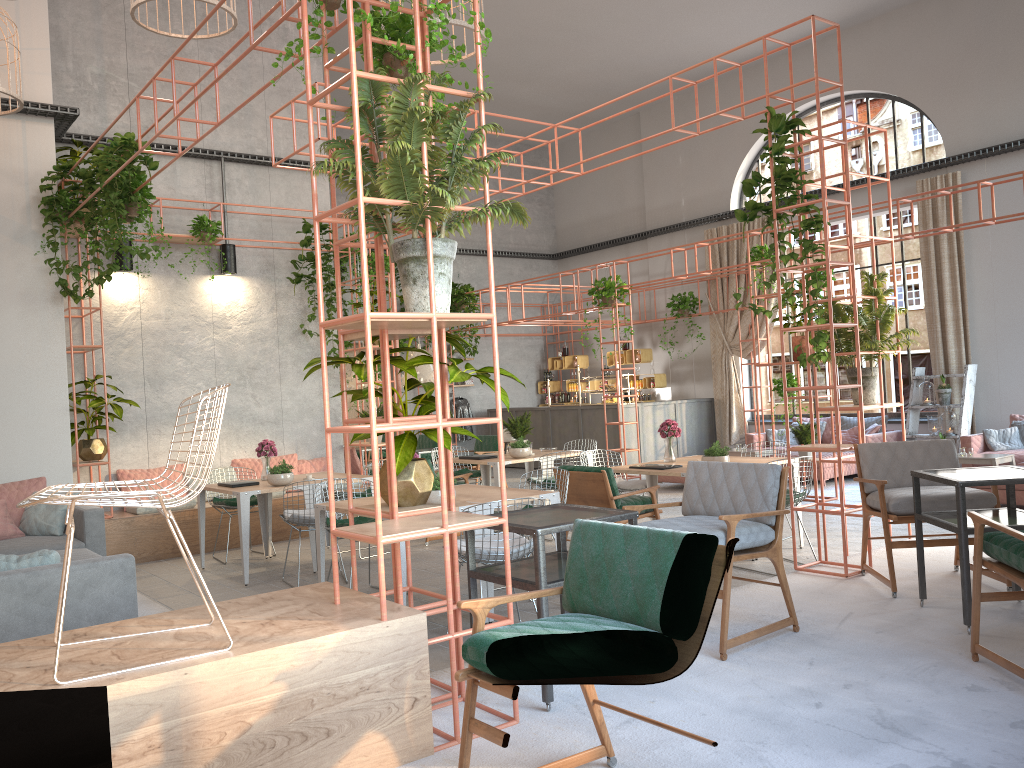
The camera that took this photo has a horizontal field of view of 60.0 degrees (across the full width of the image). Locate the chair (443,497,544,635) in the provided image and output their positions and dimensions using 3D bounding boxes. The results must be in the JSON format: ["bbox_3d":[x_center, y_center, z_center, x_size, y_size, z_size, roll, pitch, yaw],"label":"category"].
[{"bbox_3d":[-0.108,1.180,5.730,0.565,0.941,0.717,-3,0,-21],"label":"chair"}]

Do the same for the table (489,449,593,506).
[{"bbox_3d":[0.330,1.238,10.642,0.694,0.830,1.214,-3,-1,-37],"label":"table"}]

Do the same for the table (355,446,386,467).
[{"bbox_3d":[-2.326,1.455,14.667,0.635,0.798,0.602,-3,-1,-37],"label":"table"}]

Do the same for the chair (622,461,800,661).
[{"bbox_3d":[1.080,0.917,4.901,0.685,0.929,0.722,-3,-1,-37],"label":"chair"}]

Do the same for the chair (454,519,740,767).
[{"bbox_3d":[0.274,0.947,2.825,0.685,0.929,0.722,-3,-1,-37],"label":"chair"}]

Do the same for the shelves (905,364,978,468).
[{"bbox_3d":[6.296,0.545,13.098,0.856,1.618,0.842,-3,-1,-37],"label":"shelves"}]

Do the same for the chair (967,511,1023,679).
[{"bbox_3d":[2.496,0.834,3.859,0.722,0.917,0.685,-3,0,3],"label":"chair"}]

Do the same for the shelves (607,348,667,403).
[{"bbox_3d":[2.431,0.224,18.239,0.328,1.838,1.750,-3,-1,-37],"label":"shelves"}]

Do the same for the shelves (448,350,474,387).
[{"bbox_3d":[-1.088,-0.336,19.119,0.560,0.790,0.186,-3,-1,-37],"label":"shelves"}]

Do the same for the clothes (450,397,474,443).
[{"bbox_3d":[-1.074,0.780,19.074,0.366,0.997,0.625,-4,-1,33],"label":"clothes"}]

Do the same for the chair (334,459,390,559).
[{"bbox_3d":[-1.530,1.289,9.254,0.717,0.941,0.565,-3,-1,-41],"label":"chair"}]

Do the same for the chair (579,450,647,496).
[{"bbox_3d":[1.053,1.138,8.884,0.565,0.941,0.717,-3,-1,-36],"label":"chair"}]

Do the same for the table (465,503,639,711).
[{"bbox_3d":[0.204,1.025,4.243,0.635,0.798,0.602,-3,-1,-37],"label":"table"}]

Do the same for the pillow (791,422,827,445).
[{"bbox_3d":[4.874,0.823,14.717,0.289,0.385,0.666,-3,-1,-37],"label":"pillow"}]

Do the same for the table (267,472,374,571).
[{"bbox_3d":[-1.915,1.353,8.934,0.694,0.830,1.214,-3,-1,-37],"label":"table"}]

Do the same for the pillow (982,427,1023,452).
[{"bbox_3d":[6.629,0.750,11.908,0.500,0.324,0.307,-3,0,-2],"label":"pillow"}]

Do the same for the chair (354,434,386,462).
[{"bbox_3d":[-2.640,1.421,16.617,0.685,0.930,0.722,-3,-1,-37],"label":"chair"}]

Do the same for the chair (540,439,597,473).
[{"bbox_3d":[0.715,1.174,10.961,0.717,0.941,0.565,-3,-1,-41],"label":"chair"}]

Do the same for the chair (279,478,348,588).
[{"bbox_3d":[-1.759,1.291,7.908,0.565,0.941,0.717,-3,0,-21],"label":"chair"}]

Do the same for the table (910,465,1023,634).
[{"bbox_3d":[2.653,0.891,4.909,0.602,0.798,0.635,-3,0,3],"label":"table"}]

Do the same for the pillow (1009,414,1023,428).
[{"bbox_3d":[7.134,0.640,11.983,0.276,0.474,0.839,-3,-1,-37],"label":"pillow"}]

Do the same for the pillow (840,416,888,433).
[{"bbox_3d":[5.538,0.750,14.069,0.273,0.476,0.836,-3,-1,-37],"label":"pillow"}]

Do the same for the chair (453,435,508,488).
[{"bbox_3d":[-0.525,1.278,13.827,0.685,0.929,0.722,-3,-1,-37],"label":"chair"}]

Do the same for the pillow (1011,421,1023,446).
[{"bbox_3d":[7.008,0.678,11.902,0.289,0.385,0.666,-3,-1,-37],"label":"pillow"}]

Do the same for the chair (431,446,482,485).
[{"bbox_3d":[-0.641,1.252,11.090,0.565,0.941,0.717,-3,-1,-36],"label":"chair"}]

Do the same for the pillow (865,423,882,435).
[{"bbox_3d":[5.485,0.795,13.609,0.308,0.349,0.495,-3,0,12],"label":"pillow"}]

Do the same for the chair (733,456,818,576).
[{"bbox_3d":[2.181,1.062,7.410,0.565,0.941,0.717,-3,0,-21],"label":"chair"}]

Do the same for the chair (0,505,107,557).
[{"bbox_3d":[-3.974,1.346,7.132,1.127,0.672,1.052,-3,-1,-37],"label":"chair"}]

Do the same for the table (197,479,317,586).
[{"bbox_3d":[-2.467,1.381,8.509,0.694,0.830,1.205,-3,-1,-37],"label":"table"}]

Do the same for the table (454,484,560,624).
[{"bbox_3d":[-0.266,1.241,6.755,0.694,0.830,1.214,-3,-1,-37],"label":"table"}]

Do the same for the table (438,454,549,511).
[{"bbox_3d":[-0.222,1.266,10.217,0.694,0.830,1.205,-3,-1,-37],"label":"table"}]

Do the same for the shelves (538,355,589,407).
[{"bbox_3d":[1.272,0.302,19.768,0.328,1.838,1.750,-3,-1,-37],"label":"shelves"}]

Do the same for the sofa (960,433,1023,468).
[{"bbox_3d":[6.742,0.971,11.085,1.960,0.672,2.219,-3,-1,-37],"label":"sofa"}]

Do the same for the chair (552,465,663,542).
[{"bbox_3d":[0.831,1.145,7.652,0.685,0.917,0.722,-3,-1,-37],"label":"chair"}]

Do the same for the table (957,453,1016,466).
[{"bbox_3d":[5.850,1.135,11.269,0.520,0.455,0.916,-3,-1,-37],"label":"table"}]

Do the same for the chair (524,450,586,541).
[{"bbox_3d":[0.486,1.176,9.616,0.565,0.941,0.717,-3,0,-21],"label":"chair"}]

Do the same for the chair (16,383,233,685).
[{"bbox_3d":[-1.352,0.484,3.159,0.717,0.941,0.565,-3,-1,-29],"label":"chair"}]

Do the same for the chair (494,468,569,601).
[{"bbox_3d":[0.121,1.177,7.076,0.717,0.941,0.565,-3,-1,-41],"label":"chair"}]

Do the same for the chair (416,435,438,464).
[{"bbox_3d":[-1.594,1.350,15.237,0.685,0.930,0.722,-3,-1,-37],"label":"chair"}]

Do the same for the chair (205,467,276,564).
[{"bbox_3d":[-2.886,1.367,9.382,0.565,0.941,0.717,-3,-1,-36],"label":"chair"}]

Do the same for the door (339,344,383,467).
[{"bbox_3d":[-3.303,0.548,18.433,1.360,2.729,0.551,-3,-1,-37],"label":"door"}]

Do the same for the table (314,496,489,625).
[{"bbox_3d":[-0.816,1.270,6.332,0.694,0.830,1.205,-3,-1,-37],"label":"table"}]

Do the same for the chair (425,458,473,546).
[{"bbox_3d":[-0.863,1.260,9.859,0.685,0.917,0.722,-3,-1,-37],"label":"chair"}]

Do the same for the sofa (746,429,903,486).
[{"bbox_3d":[4.608,1.115,13.900,1.960,0.672,2.219,-3,-1,-37],"label":"sofa"}]

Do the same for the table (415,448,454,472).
[{"bbox_3d":[-1.267,1.384,13.270,0.635,0.798,0.602,-3,-1,-37],"label":"table"}]

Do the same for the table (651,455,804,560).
[{"bbox_3d":[2.025,1.136,8.436,0.694,0.830,1.214,-3,-1,-37],"label":"table"}]

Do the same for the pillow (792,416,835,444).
[{"bbox_3d":[5.000,0.784,14.797,0.276,0.474,0.839,-3,-1,-37],"label":"pillow"}]

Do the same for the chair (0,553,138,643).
[{"bbox_3d":[-2.684,1.211,4.754,1.056,0.586,1.127,-3,-1,-37],"label":"chair"}]

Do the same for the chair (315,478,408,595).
[{"bbox_3d":[-1.235,1.256,7.204,0.565,0.941,0.717,-3,-1,-36],"label":"chair"}]

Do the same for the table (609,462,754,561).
[{"bbox_3d":[1.473,1.165,8.011,0.694,0.830,1.205,-3,-1,-37],"label":"table"}]

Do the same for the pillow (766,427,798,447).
[{"bbox_3d":[4.496,0.894,14.723,0.500,0.324,0.307,-3,0,-2],"label":"pillow"}]

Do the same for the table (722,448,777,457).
[{"bbox_3d":[3.716,1.275,14.084,0.520,0.455,0.916,-3,-1,-37],"label":"table"}]

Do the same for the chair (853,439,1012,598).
[{"bbox_3d":[2.685,0.840,5.759,0.722,0.914,0.685,-3,0,3],"label":"chair"}]

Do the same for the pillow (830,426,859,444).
[{"bbox_3d":[5.257,0.830,14.001,0.479,0.317,0.441,-4,-1,34],"label":"pillow"}]

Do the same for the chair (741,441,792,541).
[{"bbox_3d":[2.410,1.059,8.755,0.717,0.941,0.565,-3,-1,-41],"label":"chair"}]

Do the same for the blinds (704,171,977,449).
[{"bbox_3d":[5.290,-0.909,15.164,0.414,4.389,4.957,-3,-1,-36],"label":"blinds"}]
